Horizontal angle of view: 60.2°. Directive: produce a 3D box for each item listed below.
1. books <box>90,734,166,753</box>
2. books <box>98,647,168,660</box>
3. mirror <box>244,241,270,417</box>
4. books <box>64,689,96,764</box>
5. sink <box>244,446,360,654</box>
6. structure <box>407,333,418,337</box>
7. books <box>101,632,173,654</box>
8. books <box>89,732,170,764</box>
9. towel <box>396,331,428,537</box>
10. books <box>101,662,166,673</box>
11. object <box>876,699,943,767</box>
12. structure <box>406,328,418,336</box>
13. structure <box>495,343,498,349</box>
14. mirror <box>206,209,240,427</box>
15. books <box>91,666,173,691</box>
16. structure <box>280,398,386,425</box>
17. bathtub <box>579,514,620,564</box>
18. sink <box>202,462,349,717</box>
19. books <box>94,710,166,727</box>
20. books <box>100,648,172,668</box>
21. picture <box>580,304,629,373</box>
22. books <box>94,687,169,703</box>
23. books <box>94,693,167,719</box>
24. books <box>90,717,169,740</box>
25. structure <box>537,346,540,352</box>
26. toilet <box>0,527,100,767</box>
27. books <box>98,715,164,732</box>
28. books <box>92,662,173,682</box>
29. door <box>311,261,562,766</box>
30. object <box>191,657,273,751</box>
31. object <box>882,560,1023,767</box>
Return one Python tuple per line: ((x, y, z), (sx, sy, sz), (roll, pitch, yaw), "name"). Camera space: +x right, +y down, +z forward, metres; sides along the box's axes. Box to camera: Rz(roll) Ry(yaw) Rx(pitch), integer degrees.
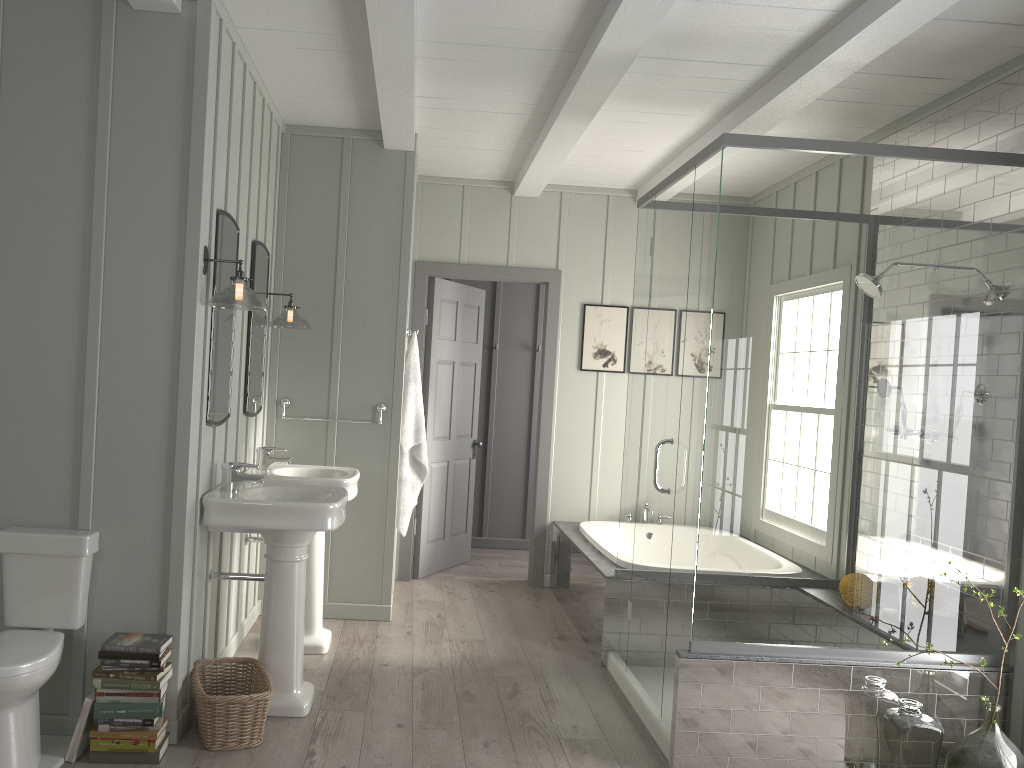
((-1.369, 1.261, 3.162), (0.221, 0.041, 0.163), (3, 0, -6), "books")
((-1.348, 0.948, 3.155), (0.206, 0.024, 0.151), (3, 0, -7), "books")
((-1.287, -0.274, 4.478), (0.015, 0.884, 0.426), (3, 1, -6), "mirror")
((-1.518, 1.209, 3.158), (0.091, 0.235, 0.171), (3, 1, -6), "books")
((-1.084, 0.834, 4.523), (0.565, 1.014, 0.571), (3, 1, -4), "sink")
((-0.621, -0.308, 5.464), (0.079, 0.056, 0.057), (3, 1, -4), "structure")
((-1.336, 0.925, 3.155), (0.207, 0.024, 0.150), (3, 0, -2), "books")
((-1.370, 1.306, 3.175), (0.238, 0.049, 0.165), (3, 0, -7), "books")
((-0.571, 0.294, 5.236), (0.162, 1.205, 0.318), (3, 1, 0), "towel")
((-1.349, 0.997, 3.167), (0.204, 0.025, 0.152), (3, 0, -15), "books")
((1.402, 1.309, 3.137), (0.162, 0.361, 0.164), (3, 1, -6), "object")
((-0.593, -0.306, 5.212), (0.079, 0.056, 0.057), (3, 1, -4), "structure")
((-0.136, -0.314, 7.390), (0.019, 0.051, 0.136), (3, 0, -6), "structure")
((-1.196, -0.265, 3.663), (0.015, 0.884, 0.426), (3, 1, -6), "mirror")
((-1.354, 1.048, 3.161), (0.234, 0.032, 0.170), (3, 0, -4), "books")
((-1.016, 0.155, 5.009), (0.600, 0.123, 0.055), (3, 1, -2), "structure")
((0.997, 1.067, 5.361), (1.045, 0.490, 1.566), (3, 0, -5), "bathtub")
((-0.994, 0.843, 3.713), (0.565, 1.014, 0.571), (3, 1, -4), "sink")
((-1.364, 1.180, 3.160), (0.206, 0.024, 0.150), (3, 0, -4), "books")
((-1.339, 0.974, 3.156), (0.206, 0.024, 0.150), (3, 0, -5), "books")
((0.640, -0.313, 6.106), (0.312, 0.461, 0.012), (3, 1, -2), "picture")
((-1.359, 1.090, 3.168), (0.221, 0.052, 0.156), (3, 0, -9), "books")
((-1.362, 1.142, 3.165), (0.225, 0.053, 0.161), (3, 0, -14), "books")
((-1.367, 1.228, 3.164), (0.232, 0.024, 0.149), (3, 0, -4), "books")
((0.219, -0.294, 7.413), (0.019, 0.051, 0.136), (3, 0, -6), "structure")
((-1.669, 0.922, 2.996), (0.330, 0.787, 0.526), (3, 1, -5), "toilet")
((-1.362, 1.205, 3.173), (0.204, 0.025, 0.152), (3, 0, -14), "books")
((-1.355, 1.021, 3.159), (0.233, 0.024, 0.148), (3, 0, 2), "books")
((-0.203, 0.301, 2.969), (4.243, 2.197, 7.808), (3, 0, -5), "door")
((-1.093, 1.236, 3.426), (0.285, 0.220, 0.476), (3, 0, -24), "object")
((1.563, 0.938, 3.060), (0.513, 1.117, 0.277), (3, 1, -5), "object")
